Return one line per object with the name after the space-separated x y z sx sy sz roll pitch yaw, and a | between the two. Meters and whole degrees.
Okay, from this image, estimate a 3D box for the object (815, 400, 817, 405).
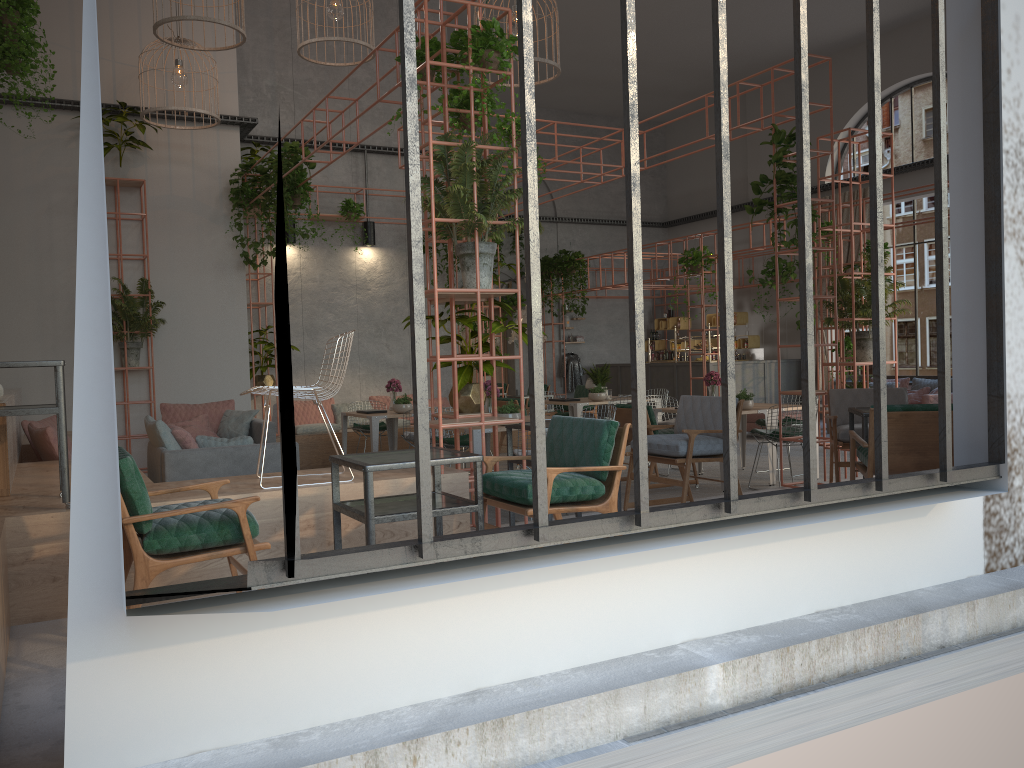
5.292 0.361 15.575 0.199 0.145 0.156 -2 2 -13 | object

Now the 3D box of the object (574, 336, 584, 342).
1.615 -1.085 21.305 0.219 0.149 0.129 -3 2 -28 | object

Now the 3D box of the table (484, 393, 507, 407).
-0.490 0.580 17.097 0.635 0.798 0.602 -3 2 -28 | table

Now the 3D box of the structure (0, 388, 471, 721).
-2.954 0.610 7.122 3.396 1.111 9.152 -3 2 -28 | structure

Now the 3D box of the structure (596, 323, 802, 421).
4.084 -0.276 19.888 2.579 2.022 4.057 -3 2 -28 | structure

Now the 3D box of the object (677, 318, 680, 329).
4.012 -1.449 21.200 0.137 0.261 0.137 -2 2 8 | object

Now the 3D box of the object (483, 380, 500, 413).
-0.228 0.166 9.012 0.213 0.414 0.225 -3 2 -36 | object

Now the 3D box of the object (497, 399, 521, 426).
-0.038 0.265 8.313 0.247 0.247 0.252 -3 2 -28 | object

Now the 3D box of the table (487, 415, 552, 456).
0.298 0.772 8.958 0.694 0.830 1.214 -3 2 -28 | table

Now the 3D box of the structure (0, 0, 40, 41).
-3.597 -2.916 6.165 0.587 0.972 0.605 -3 2 -30 | structure

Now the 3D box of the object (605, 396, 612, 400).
1.327 0.185 12.318 0.115 0.078 0.115 -3 2 -22 | object

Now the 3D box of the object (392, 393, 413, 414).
-1.325 0.233 10.725 0.248 0.247 0.254 -3 2 -28 | object

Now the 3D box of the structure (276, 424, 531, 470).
-2.914 0.855 15.508 4.386 0.500 5.831 -3 2 -28 | structure

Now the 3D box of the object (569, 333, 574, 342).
1.424 -1.108 21.203 0.081 0.204 0.081 -3 2 -28 | object

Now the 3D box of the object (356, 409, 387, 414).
-1.754 0.343 11.081 0.268 0.031 0.427 -3 2 -28 | object

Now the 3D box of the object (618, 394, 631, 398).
1.639 0.171 12.777 0.218 0.041 0.218 -3 2 -20 | object

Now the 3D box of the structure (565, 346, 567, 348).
1.289 -0.891 21.206 0.066 0.044 0.019 -3 2 -28 | structure

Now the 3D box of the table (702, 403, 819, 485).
2.827 0.661 10.252 0.694 0.830 1.214 -3 2 -28 | table

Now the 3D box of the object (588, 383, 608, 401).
1.163 0.111 12.052 0.248 0.247 0.254 -3 2 -28 | object

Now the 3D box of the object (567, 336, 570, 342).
1.354 -1.078 21.157 0.063 0.151 0.063 -3 2 -42 | object

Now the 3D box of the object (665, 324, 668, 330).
3.780 -1.392 21.507 0.123 0.142 0.141 -3 2 -28 | object

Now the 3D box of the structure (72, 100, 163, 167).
-4.743 -3.043 10.772 0.934 0.803 0.903 -1 2 33 | structure

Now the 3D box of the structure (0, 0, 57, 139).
-4.090 -2.773 7.204 0.670 1.290 1.434 -3 2 -28 | structure

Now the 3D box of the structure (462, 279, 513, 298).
-0.581 -2.196 20.222 1.312 0.505 0.063 -3 2 -28 | structure

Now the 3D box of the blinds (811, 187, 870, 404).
7.160 -1.576 16.280 0.414 4.389 4.957 -3 2 -27 | blinds

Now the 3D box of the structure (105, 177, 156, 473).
-4.795 -0.699 10.936 0.624 3.596 0.424 -3 2 -28 | structure

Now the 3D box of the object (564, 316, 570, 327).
1.299 -1.518 21.127 0.136 0.336 0.145 -2 2 -14 | object

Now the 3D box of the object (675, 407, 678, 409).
2.062 0.278 9.962 0.268 0.031 0.427 -3 2 -28 | object

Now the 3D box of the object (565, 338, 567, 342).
1.286 -1.082 21.144 0.055 0.164 0.092 -2 2 -9 | object

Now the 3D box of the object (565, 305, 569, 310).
1.287 -1.821 21.108 0.133 0.145 0.133 -1 2 24 | object

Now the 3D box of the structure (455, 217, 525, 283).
-0.554 -3.033 20.104 1.939 1.514 0.856 -3 2 -34 | structure

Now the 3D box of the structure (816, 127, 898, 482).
3.507 -0.708 8.984 0.624 3.602 0.424 -3 2 -28 | structure

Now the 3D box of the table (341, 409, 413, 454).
-1.600 0.770 11.041 0.694 0.830 1.205 -3 2 -28 | table

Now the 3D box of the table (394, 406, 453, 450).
-0.988 0.739 11.372 0.694 0.830 1.214 -3 2 -28 | table

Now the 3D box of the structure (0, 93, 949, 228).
0.809 -3.614 12.441 15.603 0.110 15.203 -3 2 -28 | structure

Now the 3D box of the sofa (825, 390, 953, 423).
6.242 0.480 15.237 1.960 0.672 2.219 -3 2 -28 | sofa

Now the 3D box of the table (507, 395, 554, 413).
0.336 0.601 15.549 0.635 0.798 0.602 -3 2 -28 | table

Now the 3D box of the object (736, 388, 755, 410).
2.490 0.168 9.606 0.247 0.247 0.252 -3 2 -28 | object

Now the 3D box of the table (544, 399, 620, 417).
0.888 0.647 12.368 0.694 0.830 1.205 -3 2 -28 | table

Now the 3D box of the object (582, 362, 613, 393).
1.227 -0.047 12.486 0.438 0.527 0.368 -3 2 -28 | object

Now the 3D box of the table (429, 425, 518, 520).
-0.312 0.802 8.628 0.694 0.830 1.205 -3 2 -28 | table

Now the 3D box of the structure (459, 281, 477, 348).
-1.214 -1.555 19.953 0.921 1.527 0.950 -2 2 5 | structure

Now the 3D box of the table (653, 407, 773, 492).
2.215 0.692 9.921 0.694 0.830 1.205 -3 2 -28 | table

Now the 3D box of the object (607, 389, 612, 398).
1.396 0.140 12.776 0.095 0.119 0.095 -2 2 -4 | object

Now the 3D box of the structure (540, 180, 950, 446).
5.405 -0.983 15.251 4.157 4.247 14.689 -3 2 -28 | structure

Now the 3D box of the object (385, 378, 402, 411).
-1.519 0.134 11.429 0.213 0.414 0.225 -3 2 -36 | object

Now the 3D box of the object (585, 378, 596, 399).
1.182 0.062 12.812 0.241 0.313 0.241 -1 2 17 | object

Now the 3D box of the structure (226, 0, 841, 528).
-2.017 -1.232 13.090 4.501 4.345 14.096 -3 2 -29 | structure

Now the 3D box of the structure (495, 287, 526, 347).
-0.069 -1.593 20.612 0.950 1.527 0.921 -3 2 -30 | structure

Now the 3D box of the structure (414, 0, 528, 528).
-0.191 -0.690 5.835 0.748 3.623 0.722 -3 2 -28 | structure

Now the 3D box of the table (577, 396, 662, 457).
1.500 0.617 12.699 0.694 0.830 1.214 -3 2 -28 | table
